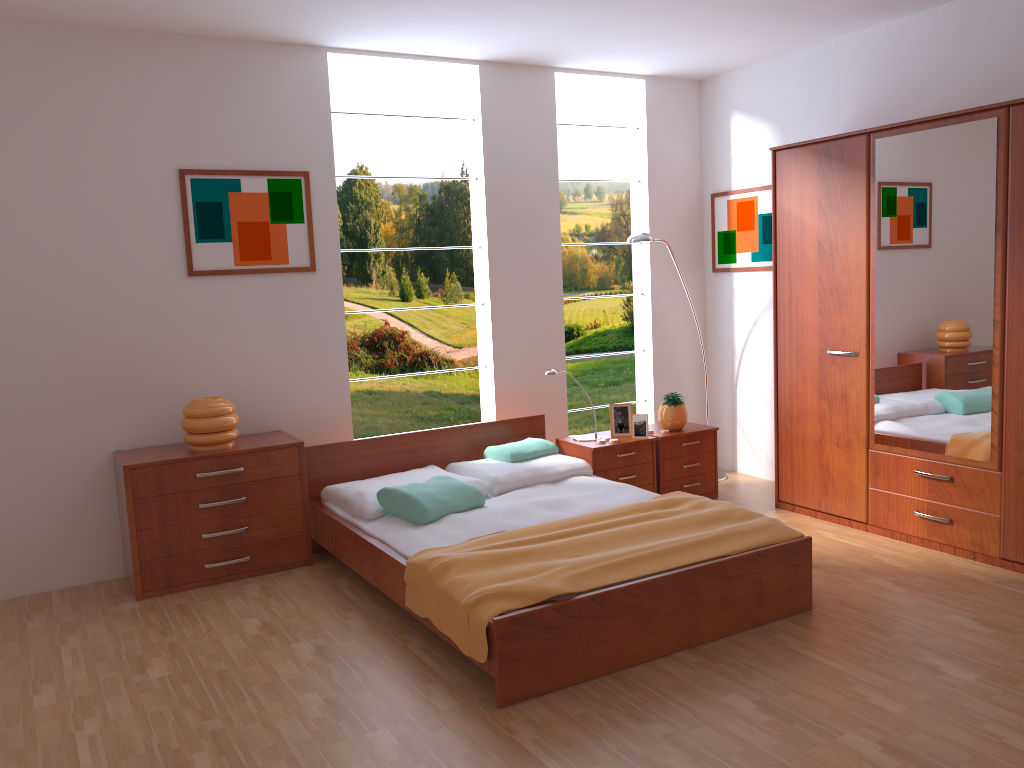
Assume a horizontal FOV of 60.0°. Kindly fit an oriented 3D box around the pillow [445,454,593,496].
[{"bbox_3d":[0.038,0.471,4.745,0.630,0.182,0.574,-7,8,-31],"label":"pillow"}]

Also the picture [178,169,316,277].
[{"bbox_3d":[-1.327,-0.817,4.487,0.645,0.517,0.030,-7,8,-29],"label":"picture"}]

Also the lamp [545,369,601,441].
[{"bbox_3d":[0.355,0.114,4.981,0.337,0.421,0.163,-9,9,-41],"label":"lamp"}]

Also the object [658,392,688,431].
[{"bbox_3d":[0.945,0.161,5.213,0.170,0.223,0.169,3,9,39],"label":"object"}]

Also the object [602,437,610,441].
[{"bbox_3d":[0.529,0.310,4.997,0.049,0.018,0.049,-9,9,-43],"label":"object"}]

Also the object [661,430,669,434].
[{"bbox_3d":[0.885,0.277,5.132,0.049,0.018,0.049,-9,9,-43],"label":"object"}]

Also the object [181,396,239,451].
[{"bbox_3d":[-1.448,0.187,4.257,0.264,0.244,0.264,-4,7,-13],"label":"object"}]

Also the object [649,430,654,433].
[{"bbox_3d":[0.799,0.278,5.161,0.049,0.018,0.049,-9,9,-43],"label":"object"}]

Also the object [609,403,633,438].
[{"bbox_3d":[0.626,0.209,5.059,0.131,0.191,0.037,-3,7,0],"label":"object"}]

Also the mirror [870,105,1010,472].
[{"bbox_3d":[1.927,-0.412,4.057,0.037,1.556,0.681,-7,8,-29],"label":"mirror"}]

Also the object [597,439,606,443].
[{"bbox_3d":[0.497,0.320,4.930,0.049,0.018,0.049,-9,9,-43],"label":"object"}]

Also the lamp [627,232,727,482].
[{"bbox_3d":[1.064,-0.144,5.564,0.387,1.603,0.799,2,8,33],"label":"lamp"}]

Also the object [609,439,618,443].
[{"bbox_3d":[0.564,0.318,4.922,0.049,0.018,0.049,-9,9,-43],"label":"object"}]

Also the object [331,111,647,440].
[{"bbox_3d":[-0.011,-0.672,5.359,2.205,1.815,0.033,-7,8,-29],"label":"object"}]

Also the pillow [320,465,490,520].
[{"bbox_3d":[-0.542,0.541,4.393,0.682,0.157,0.574,-8,9,-36],"label":"pillow"}]

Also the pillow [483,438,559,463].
[{"bbox_3d":[0.047,0.371,4.825,0.322,0.116,0.276,-7,8,-32],"label":"pillow"}]

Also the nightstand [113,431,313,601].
[{"bbox_3d":[-1.442,0.612,4.304,0.815,0.626,0.428,-7,8,-29],"label":"nightstand"}]

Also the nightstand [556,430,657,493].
[{"bbox_3d":[0.545,0.528,5.079,0.439,0.442,0.377,-7,8,-29],"label":"nightstand"}]

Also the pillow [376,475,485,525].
[{"bbox_3d":[-0.370,0.528,4.089,0.334,0.164,0.425,3,9,37],"label":"pillow"}]

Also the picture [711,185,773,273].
[{"bbox_3d":[1.496,-0.974,5.614,0.030,0.517,0.645,-7,8,-29],"label":"picture"}]

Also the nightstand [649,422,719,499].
[{"bbox_3d":[0.947,0.482,5.307,0.439,0.442,0.377,-7,8,-29],"label":"nightstand"}]

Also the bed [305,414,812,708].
[{"bbox_3d":[0.133,0.598,4.038,1.632,0.560,1.990,-7,8,-29],"label":"bed"}]

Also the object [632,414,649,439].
[{"bbox_3d":[0.722,0.239,4.995,0.094,0.137,0.027,-1,7,15],"label":"object"}]

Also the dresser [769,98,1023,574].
[{"bbox_3d":[2.137,-0.219,4.144,0.487,2.004,2.017,-7,8,-29],"label":"dresser"}]
